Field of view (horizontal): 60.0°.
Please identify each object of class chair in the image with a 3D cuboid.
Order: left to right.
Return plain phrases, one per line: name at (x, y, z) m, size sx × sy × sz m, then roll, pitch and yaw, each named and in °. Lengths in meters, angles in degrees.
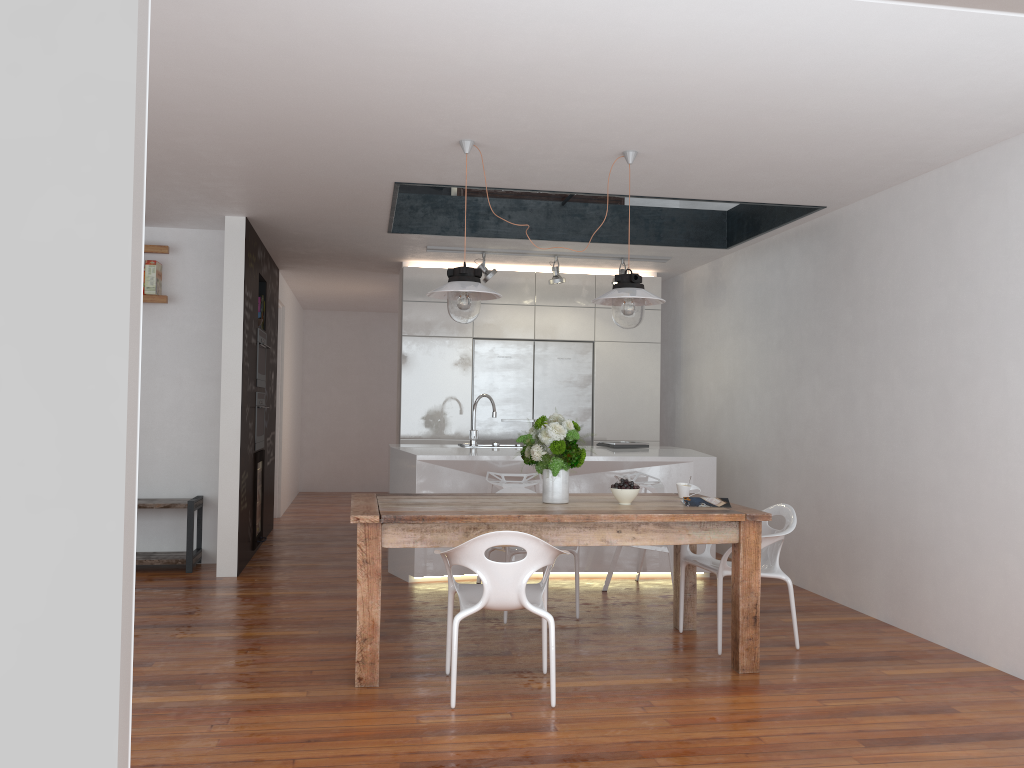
chair at (-0.045, 0.942, 3.747) m, size 0.577 × 0.710 × 0.505 m, roll 1°, pitch -2°, yaw -5°
chair at (0.007, 0.975, 5.856) m, size 0.492 × 0.765 × 0.428 m, roll 1°, pitch -2°, yaw 0°
chair at (0.093, 0.983, 5.219) m, size 0.577 × 0.710 × 0.505 m, roll 1°, pitch -2°, yaw -20°
chair at (0.909, 0.991, 5.935) m, size 0.428 × 0.765 × 0.492 m, roll 0°, pitch -2°, yaw 35°
chair at (1.203, 0.985, 4.630) m, size 0.505 × 0.710 × 0.577 m, roll 1°, pitch -2°, yaw -15°

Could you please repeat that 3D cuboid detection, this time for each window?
window at (0.534, -1.423, 6.164) m, size 2.700 × 0.035 × 1.546 m, roll 1°, pitch -2°, yaw -10°

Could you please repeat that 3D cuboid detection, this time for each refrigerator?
refrigerator at (0.189, 0.508, 8.065) m, size 1.119 × 1.811 × 0.142 m, roll 1°, pitch -2°, yaw -10°

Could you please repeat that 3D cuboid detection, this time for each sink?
sink at (-0.145, 0.361, 6.787) m, size 0.492 × 0.570 × 0.459 m, roll 1°, pitch -2°, yaw -10°

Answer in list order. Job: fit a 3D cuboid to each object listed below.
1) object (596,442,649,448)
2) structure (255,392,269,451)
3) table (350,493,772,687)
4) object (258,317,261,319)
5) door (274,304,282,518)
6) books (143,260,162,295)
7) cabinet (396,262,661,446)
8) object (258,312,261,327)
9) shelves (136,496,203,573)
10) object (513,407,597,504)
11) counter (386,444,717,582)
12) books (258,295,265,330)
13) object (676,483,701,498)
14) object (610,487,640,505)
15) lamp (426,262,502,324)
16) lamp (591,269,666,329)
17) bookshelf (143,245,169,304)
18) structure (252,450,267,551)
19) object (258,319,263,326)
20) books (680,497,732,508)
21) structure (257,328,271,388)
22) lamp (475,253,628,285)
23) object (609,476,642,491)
object at (0.861, 0.471, 6.910) m, size 0.298 × 0.036 × 0.325 m, roll 1°, pitch -2°, yaw -20°
structure at (-2.037, 0.299, 7.250) m, size 0.052 × 0.462 × 0.585 m, roll 1°, pitch -2°, yaw -10°
table at (0.166, 0.952, 4.368) m, size 1.910 × 0.735 × 0.969 m, roll 1°, pitch -2°, yaw -9°
object at (-2.079, -0.525, 7.189) m, size 0.077 × 0.042 × 0.116 m, roll 1°, pitch -2°, yaw 4°
door at (-2.439, 0.284, 8.989) m, size 0.120 × 2.236 × 0.823 m, roll 1°, pitch -2°, yaw -10°
books at (-2.698, -1.628, 6.792) m, size 5.671 × 1.974 × 0.733 m, roll 1°, pitch -2°, yaw -20°
cabinet at (0.119, 0.177, 8.524) m, size 2.404 × 2.506 × 0.946 m, roll 1°, pitch -2°, yaw -10°
object at (-2.148, -0.522, 7.321) m, size 0.136 × 0.136 × 0.110 m, roll 1°, pitch -2°, yaw -17°
shelves at (-3.997, 1.049, 6.170) m, size 3.473 × 0.506 × 0.414 m, roll 1°, pitch -2°, yaw -10°
object at (0.194, 0.348, 4.412) m, size 0.371 × 0.476 × 0.432 m, roll 0°, pitch -2°, yaw 32°
counter at (0.243, 0.929, 6.586) m, size 2.289 × 0.903 × 0.956 m, roll 1°, pitch -2°, yaw -10°
books at (-2.210, -0.602, 7.458) m, size 0.230 × 0.303 × 0.152 m, roll 1°, pitch -2°, yaw -10°
object at (0.936, 0.568, 4.721) m, size 0.127 × 0.078 × 0.082 m, roll 1°, pitch -2°, yaw -4°
object at (0.556, 0.551, 4.363) m, size 0.146 × 0.079 × 0.146 m, roll 1°, pitch -2°, yaw -1°
lamp at (-0.234, -0.446, 4.341) m, size 0.372 × 0.306 × 0.372 m, roll 1°, pitch -2°, yaw -15°
lamp at (0.587, -0.430, 4.479) m, size 0.372 × 0.306 × 0.372 m, roll 0°, pitch -2°, yaw 42°
bookshelf at (-4.003, -0.809, 6.308) m, size 2.983 × 0.465 × 0.161 m, roll 1°, pitch -2°, yaw -10°
structure at (-2.039, 0.931, 7.235) m, size 0.081 × 0.763 × 0.582 m, roll 1°, pitch -2°, yaw -10°
object at (-2.088, -0.491, 7.185) m, size 0.132 × 0.069 × 0.132 m, roll 0°, pitch -2°, yaw 24°
books at (0.965, 0.582, 4.425) m, size 0.218 × 0.035 × 0.267 m, roll 1°, pitch -2°, yaw 5°
structure at (-2.029, -0.203, 7.264) m, size 0.052 × 0.462 × 0.585 m, roll 1°, pitch -2°, yaw -10°
lamp at (0.340, -0.945, 7.430) m, size 1.324 × 0.254 × 0.154 m, roll 1°, pitch -2°, yaw -9°
object at (0.557, 0.501, 4.365) m, size 0.159 × 0.095 × 0.141 m, roll 2°, pitch -2°, yaw -24°
